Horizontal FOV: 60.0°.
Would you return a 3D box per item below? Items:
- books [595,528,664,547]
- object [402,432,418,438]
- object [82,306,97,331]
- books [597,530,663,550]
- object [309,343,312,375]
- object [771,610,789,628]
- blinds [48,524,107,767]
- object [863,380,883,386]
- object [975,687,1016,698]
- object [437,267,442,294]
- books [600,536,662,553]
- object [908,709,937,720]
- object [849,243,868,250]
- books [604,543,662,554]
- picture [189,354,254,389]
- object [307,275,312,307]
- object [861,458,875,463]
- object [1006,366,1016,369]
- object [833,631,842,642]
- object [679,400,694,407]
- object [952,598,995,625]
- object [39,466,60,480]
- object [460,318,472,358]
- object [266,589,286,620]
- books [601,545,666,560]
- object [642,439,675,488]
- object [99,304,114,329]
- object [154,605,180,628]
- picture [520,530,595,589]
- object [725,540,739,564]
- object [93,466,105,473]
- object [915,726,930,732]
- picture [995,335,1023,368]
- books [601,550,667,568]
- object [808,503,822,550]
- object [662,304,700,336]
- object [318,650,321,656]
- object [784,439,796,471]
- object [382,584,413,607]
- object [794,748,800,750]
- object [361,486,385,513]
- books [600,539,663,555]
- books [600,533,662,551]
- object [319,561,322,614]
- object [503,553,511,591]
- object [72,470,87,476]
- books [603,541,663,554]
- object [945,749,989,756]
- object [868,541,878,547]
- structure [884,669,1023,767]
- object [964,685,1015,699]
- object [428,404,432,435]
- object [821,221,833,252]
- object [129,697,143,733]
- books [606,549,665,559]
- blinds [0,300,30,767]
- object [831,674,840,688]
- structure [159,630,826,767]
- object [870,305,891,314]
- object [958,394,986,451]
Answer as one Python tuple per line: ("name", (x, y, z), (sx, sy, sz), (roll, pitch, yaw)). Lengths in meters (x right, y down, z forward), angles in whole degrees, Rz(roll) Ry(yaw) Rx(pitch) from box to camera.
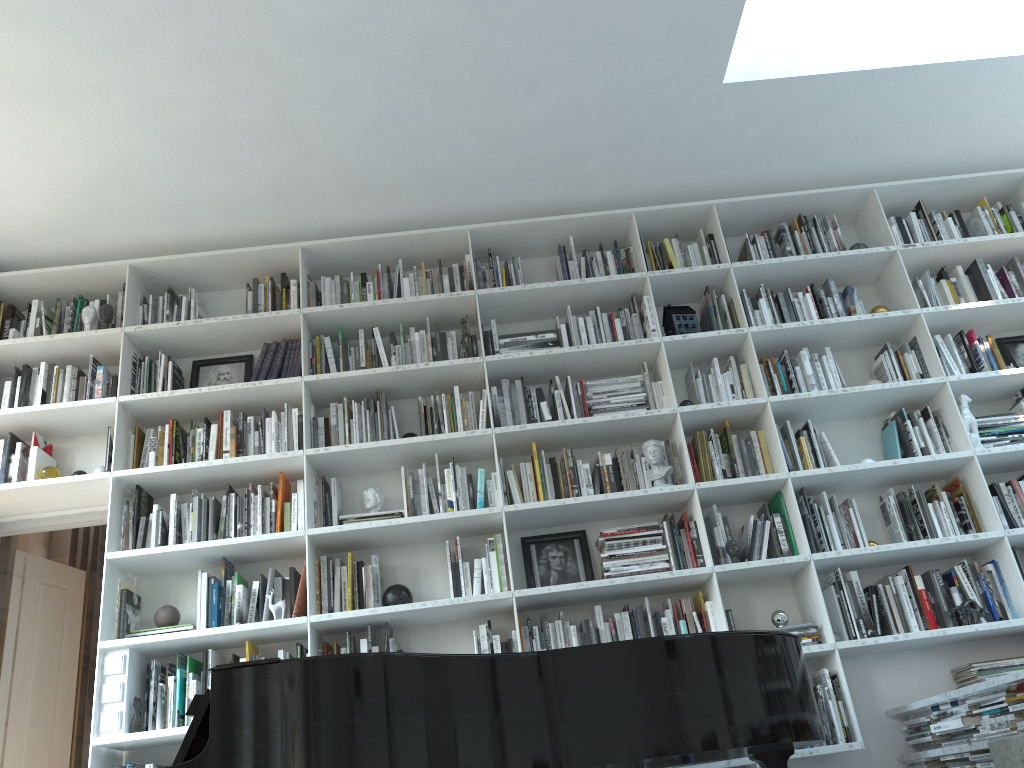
("books", (0.523, 0.684, 3.961), (0.285, 0.012, 0.160), (-4, -26, -7))
("object", (-0.472, 0.274, 4.127), (0.097, 0.098, 0.097), (15, -34, -39))
("object", (-2.049, -0.292, 4.290), (0.067, 0.197, 0.068), (-27, -32, 35))
("books", (0.525, 0.698, 3.963), (0.285, 0.012, 0.160), (-7, -26, -1))
("object", (-0.966, -0.052, 4.336), (0.012, 0.253, 0.161), (-6, -26, -3))
("object", (1.120, 0.982, 3.707), (0.072, 0.072, 0.072), (15, -34, -39))
("blinds", (-2.457, 1.496, 5.043), (0.140, 3.215, 0.780), (-6, -26, -3))
("object", (1.744, 0.035, 4.272), (0.111, 0.112, 0.112), (4, -28, -23))
("object", (1.719, 1.057, 3.051), (0.144, 0.005, 0.258), (-6, -26, -3))
("object", (-0.361, -0.448, 4.524), (0.010, 0.245, 0.158), (-6, -26, -3))
("books", (0.528, 0.719, 3.950), (0.254, 0.012, 0.161), (-5, -26, -6))
("object", (1.723, 1.327, 3.585), (0.131, 0.024, 0.292), (-7, -26, -1))
("object", (1.766, -0.665, 4.514), (0.104, 0.104, 0.104), (15, -34, -39))
("books", (0.533, 0.751, 3.934), (0.254, 0.012, 0.161), (-8, -26, 0))
("picture", (-1.431, -0.007, 4.366), (0.300, 0.298, 0.078), (-6, -26, -3))
("object", (-1.013, -0.392, 4.501), (0.012, 0.283, 0.160), (-6, -26, -3))
("object", (1.630, 0.376, 4.055), (0.072, 0.072, 0.072), (15, -34, -39))
("object", (2.398, -0.042, 4.277), (0.092, 0.092, 0.092), (15, -34, -39))
("object", (1.355, 1.082, 3.747), (0.072, 0.072, 0.072), (15, -34, -39))
("object", (0.815, 0.109, 4.132), (0.072, 0.072, 0.072), (15, -34, -39))
("object", (1.896, 0.939, 3.650), (0.160, 0.113, 0.065), (-1, -27, -14))
("object", (-2.104, 0.418, 4.034), (0.087, 0.087, 0.087), (15, -34, -39))
("object", (-0.214, -0.201, 4.243), (0.075, 0.253, 0.075), (3, -28, -22))
("object", (-0.981, 0.923, 3.679), (0.081, 0.139, 0.044), (1, -27, -18))
("books", (0.534, 0.760, 3.925), (0.285, 0.012, 0.160), (-9, -26, 2))
("object", (0.646, 0.373, 3.965), (0.137, 0.242, 0.138), (11, -31, -33))
("object", (-1.968, -0.300, 4.294), (0.067, 0.197, 0.068), (-27, -32, 35))
("object", (-1.476, 1.002, 3.798), (0.105, 0.106, 0.106), (4, -28, -23))
("picture", (0.205, 0.808, 3.966), (0.300, 0.298, 0.078), (-6, -26, -3))
("object", (0.942, 0.718, 3.770), (0.054, 0.113, 0.080), (-6, -26, -4))
("object", (-1.883, 0.412, 4.068), (0.071, 0.072, 0.072), (4, -28, -23))
("object", (1.725, 1.374, 3.562), (0.135, 0.011, 0.222), (-8, -26, 1))
("picture", (2.613, -0.121, 4.412), (0.300, 0.298, 0.078), (-6, -26, -3))
("books", (0.537, 0.781, 3.914), (0.285, 0.012, 0.160), (-9, -26, 2))
("object", (1.346, 0.684, 3.984), (0.007, 0.264, 0.135), (-6, -26, -3))
("object", (0.830, -0.285, 4.356), (0.135, 0.247, 0.136), (-2, -26, -12))
("object", (-0.786, 1.252, 3.701), (0.012, 0.253, 0.161), (-6, -26, -3))
("object", (1.277, 0.379, 4.114), (0.013, 0.207, 0.140), (-6, -26, -3))
("object", (-0.494, 0.932, 3.828), (0.134, 0.134, 0.134), (15, -34, -39))
("object", (1.095, 1.396, 3.491), (0.094, 0.094, 0.094), (15, -34, -39))
("object", (-0.633, 0.539, 4.043), (0.095, 0.156, 0.121), (-12, -26, 9))
("books", (0.529, 0.729, 3.943), (0.254, 0.012, 0.161), (-5, -26, -7))
("books", (0.526, 0.707, 3.953), (0.254, 0.012, 0.161), (-5, -26, -7))
("object", (-0.820, 0.924, 3.874), (0.012, 0.269, 0.131), (-6, -26, -3))
("object", (-0.019, 0.861, 3.908), (0.017, 0.215, 0.104), (-6, -26, -3))
("object", (-1.988, 0.433, 4.081), (0.071, 0.072, 0.072), (4, -28, -23))
("books", (0.531, 0.741, 3.939), (0.254, 0.012, 0.161), (-5, -26, -6))
("object", (1.703, 1.350, 3.264), (0.130, 0.007, 0.216), (-5, -26, -7))
("object", (1.589, 0.729, 3.923), (0.072, 0.072, 0.072), (15, -34, -39))
("structure", (2.458, 0.898, 2.271), (2.899, 0.656, 3.128), (-6, -26, -3))
("object", (1.704, 1.053, 3.053), (0.159, 0.007, 0.286), (-5, -26, -6))
("object", (-0.380, 0.228, 4.205), (0.010, 0.224, 0.143), (-6, -26, -3))
("object", (1.641, -0.695, 4.638), (0.006, 0.296, 0.130), (-6, -26, -3))
("object", (-1.489, 1.317, 3.512), (0.045, 0.146, 0.045), (-25, -31, 31))
("books", (0.536, 0.771, 3.920), (0.254, 0.012, 0.161), (-4, -26, -7))
("blinds", (-2.460, 0.970, 3.982), (0.140, 3.215, 0.780), (-6, -26, -3))
("object", (1.322, 1.312, 3.569), (0.011, 0.259, 0.142), (-6, -26, -3))
("structure", (0.010, 1.222, 2.459), (1.918, 0.829, 1.341), (-6, -26, -3))
("object", (1.811, -0.335, 4.360), (0.100, 0.101, 0.101), (4, -28, -23))
("object", (2.074, 0.182, 4.022), (0.087, 0.286, 0.075), (-23, -30, 28))
